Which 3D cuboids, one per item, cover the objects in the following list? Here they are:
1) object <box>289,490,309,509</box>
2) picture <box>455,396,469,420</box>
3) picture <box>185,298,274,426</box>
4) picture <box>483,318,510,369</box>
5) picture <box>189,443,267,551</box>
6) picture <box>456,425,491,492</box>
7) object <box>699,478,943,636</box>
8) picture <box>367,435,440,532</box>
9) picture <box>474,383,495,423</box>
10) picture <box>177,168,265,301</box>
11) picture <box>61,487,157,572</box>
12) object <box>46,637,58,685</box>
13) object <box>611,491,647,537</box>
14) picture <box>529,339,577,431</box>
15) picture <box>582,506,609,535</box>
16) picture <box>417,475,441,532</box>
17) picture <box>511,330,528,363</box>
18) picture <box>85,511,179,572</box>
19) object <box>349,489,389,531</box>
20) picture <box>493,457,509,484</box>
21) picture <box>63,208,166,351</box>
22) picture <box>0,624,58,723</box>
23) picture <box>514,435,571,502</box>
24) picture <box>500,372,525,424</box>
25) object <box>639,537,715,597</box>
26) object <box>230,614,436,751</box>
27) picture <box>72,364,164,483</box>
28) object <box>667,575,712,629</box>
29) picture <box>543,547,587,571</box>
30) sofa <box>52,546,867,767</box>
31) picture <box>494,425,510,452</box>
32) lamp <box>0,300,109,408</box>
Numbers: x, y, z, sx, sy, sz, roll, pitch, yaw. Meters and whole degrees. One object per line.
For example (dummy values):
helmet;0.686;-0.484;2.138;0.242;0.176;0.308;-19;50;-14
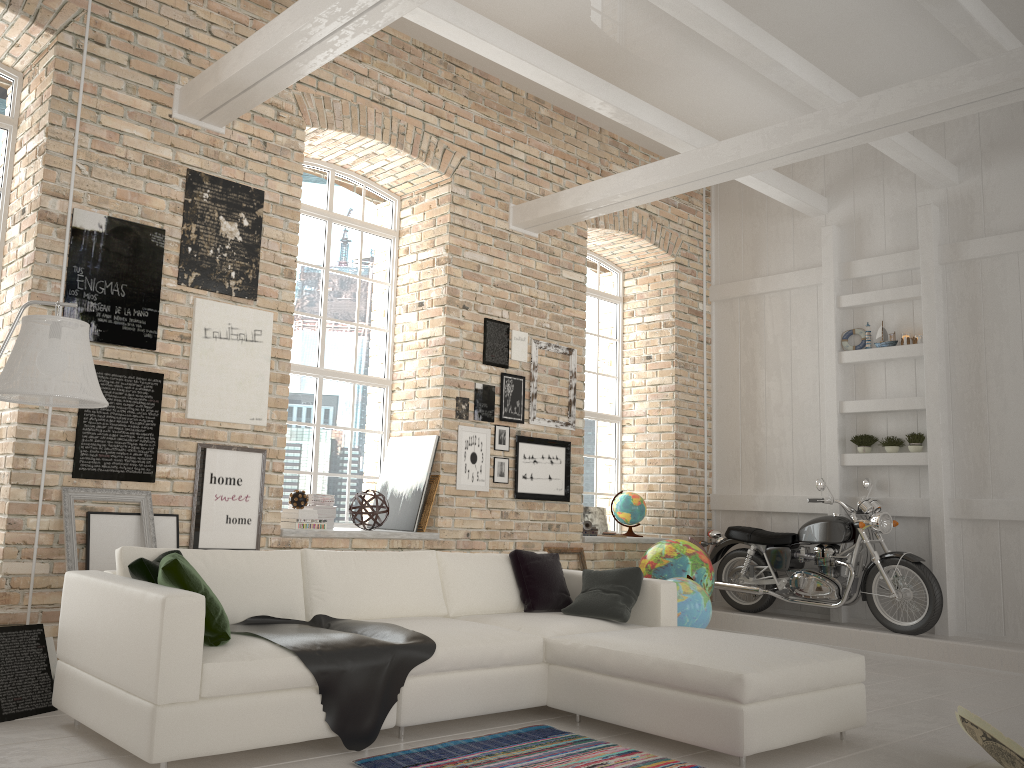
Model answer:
object;-1.527;0.828;6.386;0.138;0.137;0.148;4;-8;-15
picture;-0.401;0.196;7.194;0.125;0.178;0.009;8;-10;-36
picture;-1.858;-0.136;5.894;0.551;0.784;0.039;9;-11;-42
picture;-0.130;-0.341;7.500;0.276;0.394;0.020;9;-11;-42
picture;-1.844;0.781;5.801;0.484;0.756;0.013;9;-11;-42
picture;-0.308;0.606;7.226;0.342;0.514;0.014;9;-11;-42
object;2.740;1.502;8.140;2.317;1.328;0.760;-5;-11;42
picture;-0.871;0.791;7.139;0.229;0.763;0.628;9;-11;-43
picture;-0.226;0.156;7.358;0.215;0.306;0.015;9;-11;-42
picture;-1.936;-0.985;5.949;0.550;0.783;0.039;9;-11;-42
picture;-2.318;0.902;5.164;0.508;0.582;0.303;9;-11;-42
object;-2.269;1.397;4.255;0.164;0.331;0.255;-2;-9;25
object;1.182;1.306;8.953;0.309;0.465;0.351;8;-10;-37
picture;0.366;0.014;7.906;0.564;0.749;0.027;9;-11;-41
picture;0.850;1.408;9.149;0.367;0.292;0.072;10;-11;-41
picture;-0.739;0.939;7.016;0.162;0.460;0.387;9;-11;-43
picture;0.065;-0.326;7.682;0.181;0.259;0.013;9;-11;-42
picture;-2.250;1.055;5.305;0.538;0.568;0.157;9;-11;-42
object;-1.077;0.947;6.708;0.327;0.307;0.285;-4;-10;38
picture;-0.091;0.720;7.418;0.164;0.213;0.012;9;-11;-41
picture;-2.423;-0.628;5.444;0.552;0.785;0.039;9;-11;-42
picture;-2.298;1.346;4.177;0.203;0.404;0.312;-2;-9;24
picture;0.267;0.740;7.733;0.667;0.535;0.034;9;-11;-41
picture;0.007;0.122;7.566;0.273;0.409;0.011;9;-11;-42
object;1.457;1.820;7.924;0.689;0.924;0.622;-1;-9;23
object;-0.888;1.336;4.064;0.836;0.464;0.828;10;-11;-44
picture;-2.383;0.243;5.398;0.477;0.681;0.069;9;-11;-42
object;1.276;1.765;6.736;0.447;0.631;0.448;2;-8;-2
picture;0.515;1.796;7.696;0.472;0.748;0.237;9;-11;-42
sofa;-0.152;1.265;4.239;3.063;0.841;2.319;10;-11;-42
picture;-0.084;0.454;7.456;0.164;0.213;0.012;9;-11;-41
lamp;-2.086;0.535;3.373;0.988;1.775;0.457;3;-8;-6
